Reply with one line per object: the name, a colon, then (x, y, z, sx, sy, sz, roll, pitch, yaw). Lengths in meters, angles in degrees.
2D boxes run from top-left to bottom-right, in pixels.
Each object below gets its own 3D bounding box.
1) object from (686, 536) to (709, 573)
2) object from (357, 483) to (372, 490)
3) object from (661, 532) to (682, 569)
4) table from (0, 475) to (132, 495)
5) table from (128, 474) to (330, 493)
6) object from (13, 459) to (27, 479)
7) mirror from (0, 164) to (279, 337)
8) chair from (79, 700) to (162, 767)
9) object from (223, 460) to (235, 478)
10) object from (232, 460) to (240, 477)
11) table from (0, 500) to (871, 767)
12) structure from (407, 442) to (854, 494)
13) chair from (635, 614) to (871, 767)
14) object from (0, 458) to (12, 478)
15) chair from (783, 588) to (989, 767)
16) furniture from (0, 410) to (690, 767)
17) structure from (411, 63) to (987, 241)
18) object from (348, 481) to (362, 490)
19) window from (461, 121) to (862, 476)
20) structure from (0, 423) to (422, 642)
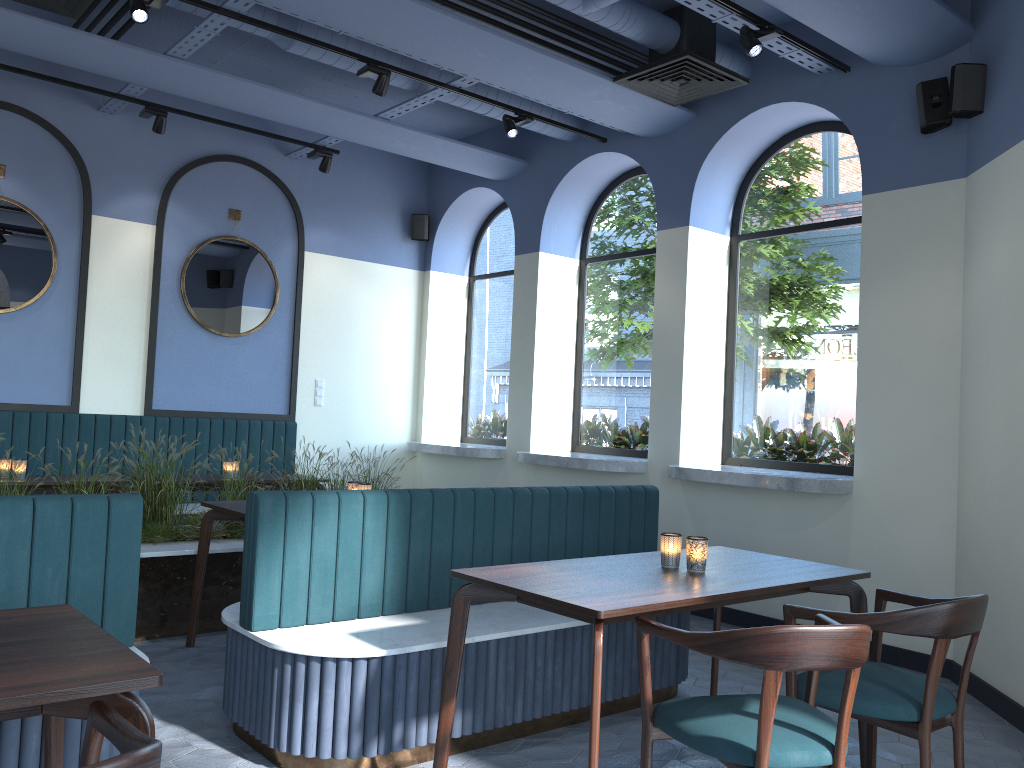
object: (0.654, 0.604, 3.142, 0.078, 0.120, 0.078, 4, -2, -23)
object: (-0.806, 0.601, 4.833, 0.078, 0.120, 0.078, 4, -2, -23)
object: (0.575, 0.603, 3.211, 0.078, 0.120, 0.078, 4, -2, -23)
table: (-3.081, 0.955, 5.408, 1.332, 0.755, 0.548, 5, -3, -40)
table: (-2.007, 1.040, 6.301, 1.332, 0.755, 0.548, 5, -3, -40)
object: (-3.020, 0.521, 5.434, 0.078, 0.120, 0.078, 1, -3, 33)
mirror: (-3.714, -1.049, 6.406, 4.357, 1.089, 0.026, 5, -3, -40)
chair: (-0.787, 0.882, 1.248, 0.525, 0.793, 0.618, 1, -3, 37)
object: (-1.998, 0.601, 6.251, 0.078, 0.120, 0.078, 1, -3, 33)
object: (-1.994, 0.605, 6.349, 0.078, 0.120, 0.078, 1, -3, 33)
table: (-2.562, 0.808, 1.062, 3.997, 0.755, 9.778, 1, -3, 34)
structure: (-0.160, 0.361, 1.659, 4.315, 0.080, 14.155, 2, -2, 11)
chair: (0.692, 0.998, 2.418, 0.618, 0.793, 0.525, 3, -2, -16)
object: (-3.117, 0.516, 5.438, 0.078, 0.120, 0.078, 1, -3, 33)
chair: (1.219, 1.040, 2.856, 0.618, 0.793, 0.525, 5, -3, -40)
furniture: (-2.309, 0.759, 4.540, 4.800, 1.150, 4.703, 5, -3, -40)
structure: (-3.266, -1.884, 2.513, 7.261, 0.268, 13.143, 1, -3, 34)
object: (-0.873, 0.601, 4.905, 0.078, 0.120, 0.078, 4, -2, -23)
window: (0.118, -0.854, 1.682, 3.897, 2.394, 14.212, 2, -2, 11)
structure: (-2.525, 0.731, 4.803, 4.878, 1.207, 1.143, 4, -3, -38)
